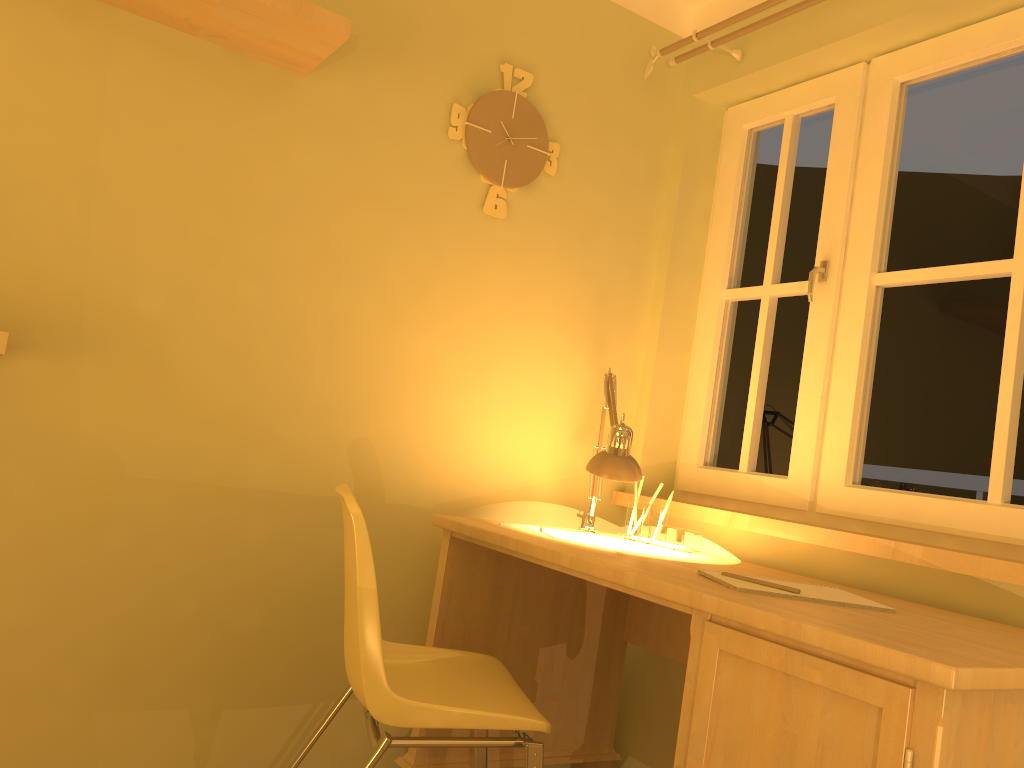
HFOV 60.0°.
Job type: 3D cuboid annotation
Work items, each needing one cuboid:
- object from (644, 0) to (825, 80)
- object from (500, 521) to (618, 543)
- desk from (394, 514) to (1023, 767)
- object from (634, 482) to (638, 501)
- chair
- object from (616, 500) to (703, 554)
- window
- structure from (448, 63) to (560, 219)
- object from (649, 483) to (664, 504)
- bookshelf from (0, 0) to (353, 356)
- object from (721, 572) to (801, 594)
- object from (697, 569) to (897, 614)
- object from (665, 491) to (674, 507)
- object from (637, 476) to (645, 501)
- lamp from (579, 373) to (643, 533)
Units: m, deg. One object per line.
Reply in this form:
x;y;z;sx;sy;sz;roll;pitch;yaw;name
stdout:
0.933;-0.960;2.051;0.190;0.113;1.708;12;-6;-32;object
0.118;0.374;2.245;0.300;0.009;0.040;9;-5;-2;object
0.394;0.751;1.820;0.684;0.720;1.396;12;-6;-32;desk
0.341;0.334;2.448;0.009;0.162;0.053;6;-6;34;object
-0.210;0.618;1.739;0.546;0.785;0.531;10;-5;-12;chair
0.394;0.378;2.367;0.070;0.105;0.240;13;-6;-39;object
0.989;-0.252;2.188;0.142;1.263;1.486;12;-6;-32;window
-0.011;-0.679;2.477;0.360;0.432;0.027;12;-6;-32;structure
0.372;0.344;2.442;0.073;0.155;0.008;7;-5;23;object
-1.604;-0.405;1.318;2.605;1.240;0.300;12;-6;-32;bookshelf
0.461;0.369;1.652;0.008;0.009;0.166;13;-6;-41;object
0.527;0.388;1.671;0.300;0.010;0.210;9;-5;-7;object
0.408;0.354;2.397;0.043;0.138;0.010;6;-6;32;object
0.345;0.336;2.464;0.034;0.165;0.009;13;-6;-39;object
0.234;0.172;2.338;0.140;0.455;0.484;9;-5;-7;lamp
